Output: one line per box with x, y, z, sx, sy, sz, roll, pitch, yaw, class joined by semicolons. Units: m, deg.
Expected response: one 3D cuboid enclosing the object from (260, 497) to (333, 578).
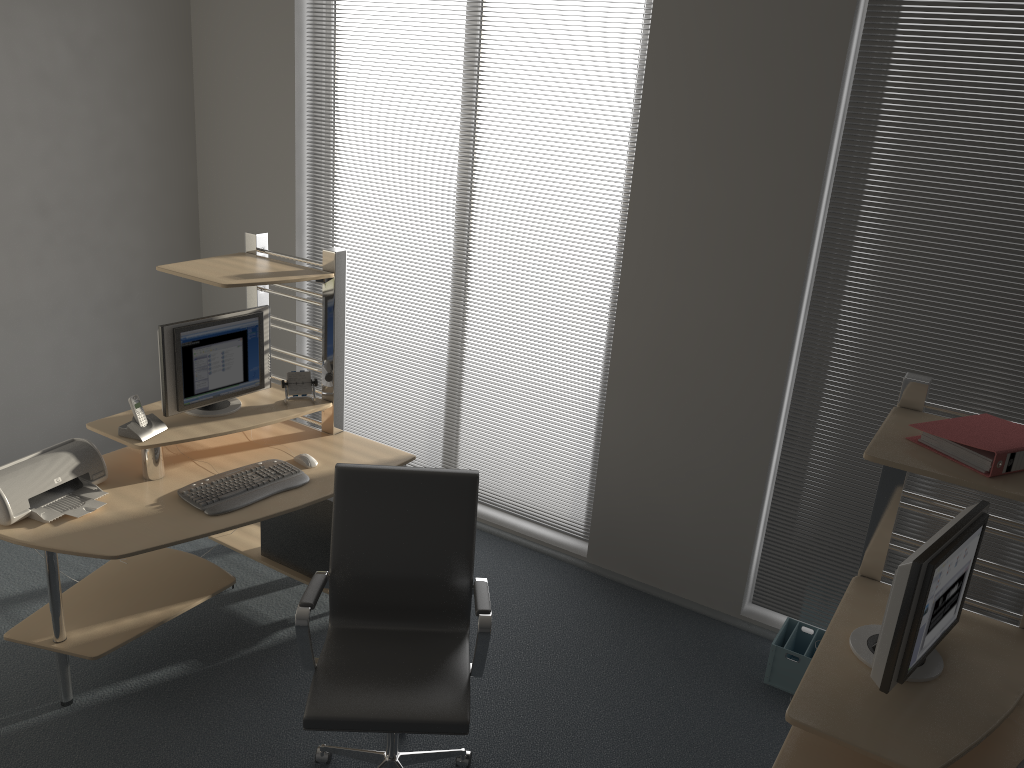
-0.895;0.626;4.005;0.471;0.422;0.199;16;22;28;object

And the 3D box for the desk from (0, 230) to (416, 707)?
-1.203;0.330;3.469;0.967;1.566;1.469;16;22;28;desk

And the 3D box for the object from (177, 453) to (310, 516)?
-1.247;0.342;3.611;0.814;0.082;0.478;19;24;35;object

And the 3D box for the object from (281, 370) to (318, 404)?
-0.934;0.013;3.896;0.154;0.135;0.093;-3;21;-22;object

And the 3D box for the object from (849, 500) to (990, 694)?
1.093;0.554;2.410;0.516;0.418;0.245;-10;24;-35;object

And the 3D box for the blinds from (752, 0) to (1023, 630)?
2.055;-0.051;3.219;1.950;2.770;0.022;16;22;28;blinds

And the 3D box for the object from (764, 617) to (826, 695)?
1.206;1.161;3.752;0.185;0.202;0.245;16;22;28;object

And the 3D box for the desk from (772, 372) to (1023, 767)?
1.166;0.992;2.144;0.967;1.566;1.469;16;22;28;desk

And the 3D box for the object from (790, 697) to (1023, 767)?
1.089;1.009;2.263;0.814;0.082;0.478;19;24;35;object

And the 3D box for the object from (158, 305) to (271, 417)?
-1.259;-0.102;3.722;0.516;0.418;0.245;-14;26;-42;object

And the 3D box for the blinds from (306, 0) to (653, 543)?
-0.321;-0.715;4.545;1.950;2.749;0.037;16;22;28;blinds

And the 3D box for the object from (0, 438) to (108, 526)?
-1.646;0.356;3.199;0.351;0.162;0.438;12;21;21;object

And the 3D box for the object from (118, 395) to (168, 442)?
-1.443;0.120;3.454;0.119;0.151;0.150;10;20;15;object

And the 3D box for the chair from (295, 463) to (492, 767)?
-0.378;0.878;2.889;0.584;1.048;0.652;3;19;-4;chair

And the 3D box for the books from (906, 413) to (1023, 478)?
1.278;0.145;2.371;0.320;0.072;0.262;-5;22;-26;books

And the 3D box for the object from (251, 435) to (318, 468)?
-1.093;0.248;3.902;0.742;0.088;0.168;17;23;30;object
